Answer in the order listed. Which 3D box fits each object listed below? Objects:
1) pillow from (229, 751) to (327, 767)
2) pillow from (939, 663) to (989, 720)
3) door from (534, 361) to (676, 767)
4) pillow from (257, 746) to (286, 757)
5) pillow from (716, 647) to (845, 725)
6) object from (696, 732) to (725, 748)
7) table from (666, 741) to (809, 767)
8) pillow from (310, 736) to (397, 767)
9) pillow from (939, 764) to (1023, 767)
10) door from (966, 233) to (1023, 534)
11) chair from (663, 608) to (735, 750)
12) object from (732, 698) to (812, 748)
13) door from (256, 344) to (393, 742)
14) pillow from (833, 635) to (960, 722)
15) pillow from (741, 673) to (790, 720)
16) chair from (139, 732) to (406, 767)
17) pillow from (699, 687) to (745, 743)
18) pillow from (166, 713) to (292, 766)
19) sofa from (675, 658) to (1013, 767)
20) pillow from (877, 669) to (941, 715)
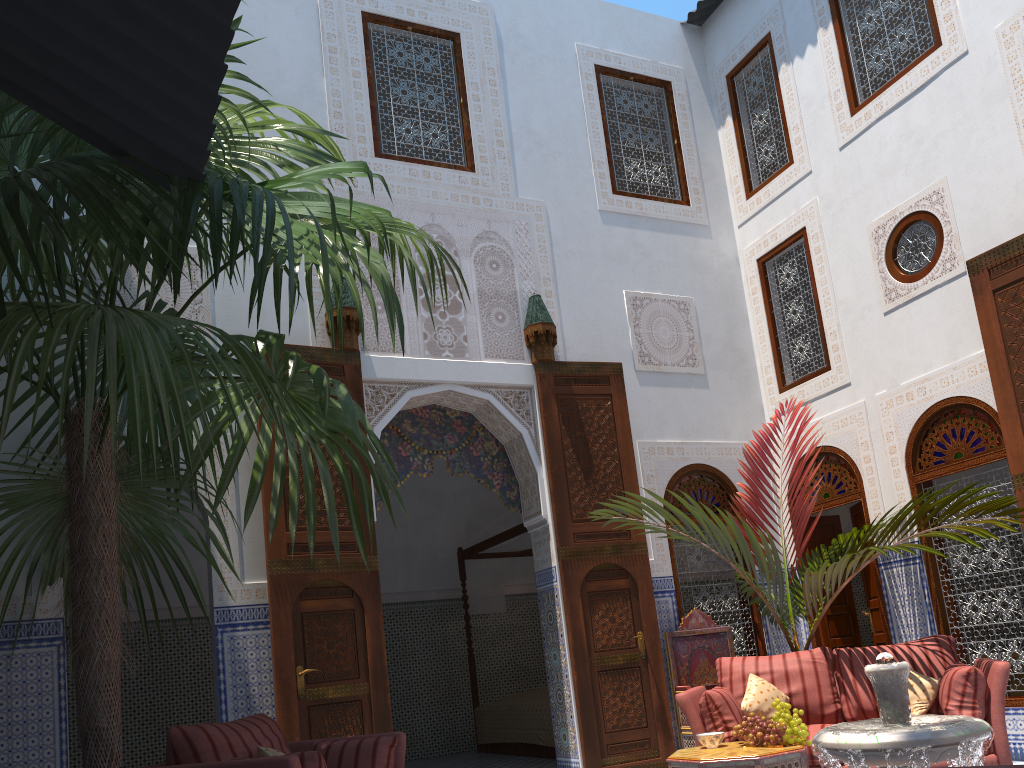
[{"bbox_3d":[-0.767,1.357,2.913,0.383,0.246,0.192,-12,-14,20],"label":"pillow"},{"bbox_3d":[1.901,1.307,3.699,0.189,0.236,0.406,-11,-16,18],"label":"pillow"},{"bbox_3d":[0.542,1.068,5.144,0.582,2.449,0.127,-3,-11,-21],"label":"door"},{"bbox_3d":[-0.800,1.395,3.117,0.267,0.227,0.168,-19,-18,39],"label":"pillow"},{"bbox_3d":[1.291,1.503,4.271,0.586,0.381,0.298,-12,-14,18],"label":"pillow"},{"bbox_3d":[0.834,1.493,3.667,0.118,0.055,0.122,-10,-17,11],"label":"object"},{"bbox_3d":[0.922,1.624,3.506,0.537,0.314,0.557,1,-18,-25],"label":"table"},{"bbox_3d":[-0.619,1.475,3.337,0.400,0.236,0.191,-12,-14,19],"label":"pillow"},{"bbox_3d":[0.371,0.315,0.324,0.586,0.369,0.308,-12,-14,18],"label":"pillow"},{"bbox_3d":[2.629,0.473,4.049,0.123,2.449,0.599,-1,-12,-31],"label":"door"},{"bbox_3d":[1.273,1.804,5.056,0.484,1.051,0.519,-1,-13,-26],"label":"chair"},{"bbox_3d":[1.046,1.392,3.532,0.218,0.233,0.314,7,-20,-44],"label":"object"},{"bbox_3d":[-0.941,1.004,4.432,0.583,2.449,0.127,0,-12,-31],"label":"door"},{"bbox_3d":[1.818,1.384,4.096,0.565,0.364,0.327,-12,-14,19],"label":"pillow"},{"bbox_3d":[1.169,1.469,4.044,0.303,0.267,0.137,0,-13,-25],"label":"pillow"},{"bbox_3d":[-0.855,1.596,3.161,0.732,0.526,0.833,-12,-16,18],"label":"chair"},{"bbox_3d":[0.967,1.519,4.013,0.189,0.245,0.389,-11,-16,19],"label":"pillow"},{"bbox_3d":[-1.015,1.427,3.247,0.303,0.368,0.597,-11,-16,18],"label":"pillow"},{"bbox_3d":[1.514,1.603,4.007,1.373,0.526,0.751,-12,-16,18],"label":"sofa"},{"bbox_3d":[1.758,1.364,3.882,0.146,0.229,0.275,-1,-16,-24],"label":"pillow"}]
